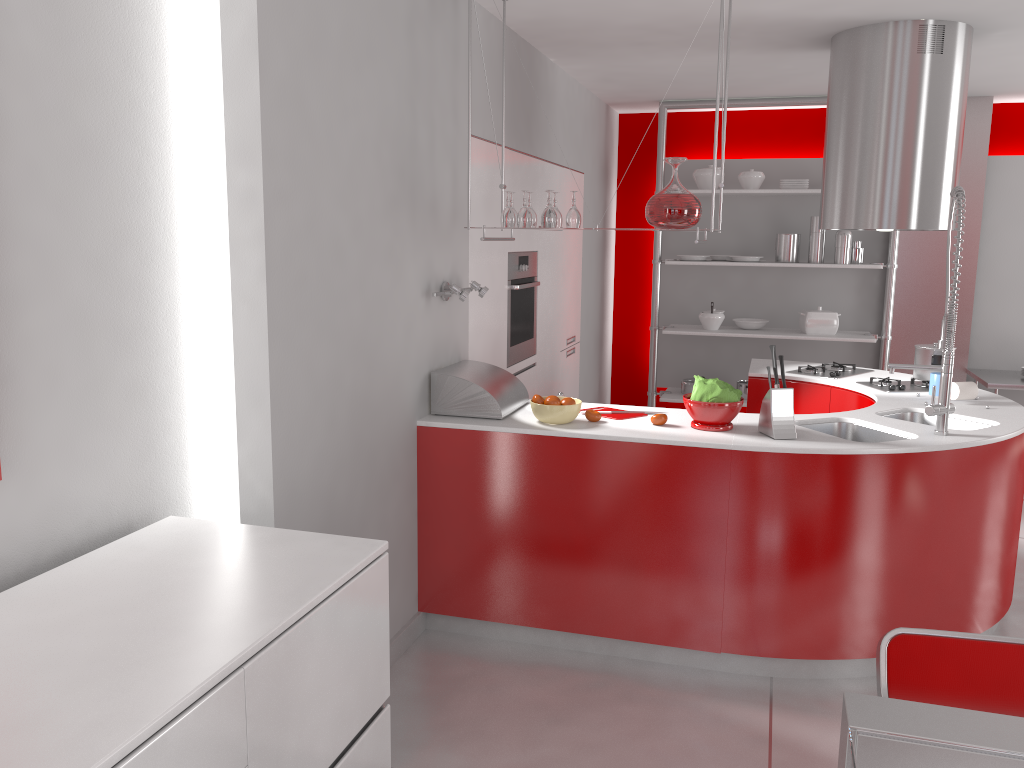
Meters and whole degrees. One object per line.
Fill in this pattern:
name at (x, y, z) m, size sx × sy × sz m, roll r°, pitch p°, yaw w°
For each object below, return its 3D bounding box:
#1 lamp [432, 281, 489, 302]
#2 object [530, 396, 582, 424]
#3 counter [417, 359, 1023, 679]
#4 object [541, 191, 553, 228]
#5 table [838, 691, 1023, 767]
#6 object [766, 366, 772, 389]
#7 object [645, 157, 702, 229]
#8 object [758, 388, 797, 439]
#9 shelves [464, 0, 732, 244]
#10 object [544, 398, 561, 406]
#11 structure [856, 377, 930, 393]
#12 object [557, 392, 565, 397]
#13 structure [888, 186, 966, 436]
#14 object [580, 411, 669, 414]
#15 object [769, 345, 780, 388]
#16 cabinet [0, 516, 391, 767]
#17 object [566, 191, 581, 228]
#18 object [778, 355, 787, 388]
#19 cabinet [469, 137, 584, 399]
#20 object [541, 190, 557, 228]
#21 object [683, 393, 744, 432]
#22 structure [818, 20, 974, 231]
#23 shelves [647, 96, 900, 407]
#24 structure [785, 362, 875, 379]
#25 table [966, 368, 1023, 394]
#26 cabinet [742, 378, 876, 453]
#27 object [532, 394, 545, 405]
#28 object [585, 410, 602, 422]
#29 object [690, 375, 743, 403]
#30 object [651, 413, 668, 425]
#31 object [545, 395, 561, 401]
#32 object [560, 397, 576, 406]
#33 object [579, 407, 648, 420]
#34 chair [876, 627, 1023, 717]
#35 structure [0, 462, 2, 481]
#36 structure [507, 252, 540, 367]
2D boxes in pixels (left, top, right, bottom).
lamp at (-0.207, -0.380, 3.656) m, size 0.155 × 0.081 × 0.454 m, roll 3°, pitch 10°, yaw 16°
object at (0.172, 0.108, 3.474) m, size 0.201 × 0.086 × 0.201 m, roll 4°, pitch 10°, yaw 17°
counter at (1.105, 0.520, 3.994) m, size 2.865 × 0.880 × 1.868 m, roll -7°, pitch 12°, yaw -39°
object at (0.142, -0.676, 3.444) m, size 0.060 × 0.141 × 0.060 m, roll 3°, pitch 10°, yaw 16°
table at (1.139, 1.015, 0.653) m, size 1.700 × 1.000 × 0.800 m, roll 3°, pitch 10°, yaw 16°
object at (0.955, 0.036, 3.272) m, size 0.009 × 0.197 × 0.091 m, roll -1°, pitch 10°, yaw -12°
object at (0.615, -0.720, 3.362) m, size 0.213 × 0.266 × 0.213 m, roll 10°, pitch 13°, yaw 44°
object at (0.983, 0.101, 3.269) m, size 0.091 × 0.178 × 0.137 m, roll -1°, pitch 10°, yaw -10°
shelves at (0.336, -1.057, 3.371) m, size 0.934 × 1.023 × 0.462 m, roll 3°, pitch 10°, yaw 16°
object at (0.158, 0.080, 3.456) m, size 0.065 × 0.052 × 0.062 m, roll 1°, pitch 9°, yaw 1°
structure at (1.996, -0.003, 4.411) m, size 0.457 × 0.037 × 0.303 m, roll -1°, pitch 10°, yaw -8°
object at (0.207, 0.067, 3.777) m, size 0.043 × 0.066 × 0.042 m, roll 6°, pitch 11°, yaw 29°
structure at (1.595, -0.275, 3.322) m, size 0.308 × 0.920 × 0.178 m, roll -5°, pitch 11°, yaw -30°
object at (0.463, 0.114, 3.653) m, size 0.375 × 0.008 × 0.041 m, roll 0°, pitch 9°, yaw -7°
object at (0.980, 0.021, 3.283) m, size 0.014 × 0.322 × 0.150 m, roll -1°, pitch 10°, yaw -12°
cabinet at (-0.848, 0.927, 1.408) m, size 0.610 × 0.880 × 1.802 m, roll 3°, pitch 10°, yaw 16°
object at (0.238, -0.671, 3.417) m, size 0.060 × 0.141 × 0.060 m, roll 3°, pitch 10°, yaw 16°
object at (1.008, 0.037, 3.282) m, size 0.012 × 0.279 × 0.130 m, roll -1°, pitch 10°, yaw -12°
cabinet at (-0.146, -0.283, 5.245) m, size 0.614 × 2.026 × 2.398 m, roll 3°, pitch 10°, yaw 16°
object at (0.142, -0.662, 3.359) m, size 0.060 × 0.141 × 0.060 m, roll 0°, pitch 9°, yaw -7°
object at (0.769, 0.109, 3.403) m, size 0.229 × 0.118 × 0.228 m, roll -1°, pitch 10°, yaw -12°
structure at (1.916, -1.255, 4.466) m, size 0.644 × 0.958 × 0.644 m, roll -2°, pitch 10°, yaw -17°
shelves at (1.901, -0.766, 6.546) m, size 1.735 × 2.599 × 0.535 m, roll 3°, pitch 10°, yaw 16°
structure at (1.754, -0.084, 4.881) m, size 0.457 × 0.037 × 0.303 m, roll -8°, pitch 13°, yaw -43°
table at (3.996, 0.323, 5.991) m, size 1.627 × 0.682 × 0.749 m, roll 4°, pitch 10°, yaw 17°
cabinet at (0.859, 0.467, 4.104) m, size 1.875 × 0.761 × 1.025 m, roll -4°, pitch 11°, yaw -28°
object at (0.107, 0.070, 3.489) m, size 0.055 × 0.058 × 0.066 m, roll 1°, pitch 9°, yaw 2°
object at (0.320, 0.126, 3.494) m, size 0.065 × 0.047 × 0.063 m, roll 3°, pitch 10°, yaw 16°
object at (0.780, 0.057, 3.392) m, size 0.198 × 0.182 × 0.193 m, roll 4°, pitch 10°, yaw 22°
object at (0.571, 0.136, 3.442) m, size 0.064 × 0.048 × 0.063 m, roll 0°, pitch 9°, yaw -5°
object at (0.162, 0.070, 3.517) m, size 0.066 × 0.049 × 0.062 m, roll 3°, pitch 10°, yaw 13°
object at (0.218, 0.077, 3.481) m, size 0.066 × 0.049 × 0.062 m, roll 5°, pitch 10°, yaw 24°
object at (0.406, 0.120, 3.653) m, size 0.266 × 0.006 × 0.168 m, roll 9°, pitch 13°, yaw 42°
chair at (0.866, 0.932, 1.571) m, size 0.418 × 0.857 × 0.460 m, roll 3°, pitch 10°, yaw 12°
structure at (-1.140, -0.487, 1.285) m, size 0.040 × 1.503 × 0.820 m, roll 3°, pitch 10°, yaw 16°
structure at (0.074, -0.420, 4.840) m, size 0.050 × 0.589 × 0.599 m, roll 3°, pitch 10°, yaw 16°
